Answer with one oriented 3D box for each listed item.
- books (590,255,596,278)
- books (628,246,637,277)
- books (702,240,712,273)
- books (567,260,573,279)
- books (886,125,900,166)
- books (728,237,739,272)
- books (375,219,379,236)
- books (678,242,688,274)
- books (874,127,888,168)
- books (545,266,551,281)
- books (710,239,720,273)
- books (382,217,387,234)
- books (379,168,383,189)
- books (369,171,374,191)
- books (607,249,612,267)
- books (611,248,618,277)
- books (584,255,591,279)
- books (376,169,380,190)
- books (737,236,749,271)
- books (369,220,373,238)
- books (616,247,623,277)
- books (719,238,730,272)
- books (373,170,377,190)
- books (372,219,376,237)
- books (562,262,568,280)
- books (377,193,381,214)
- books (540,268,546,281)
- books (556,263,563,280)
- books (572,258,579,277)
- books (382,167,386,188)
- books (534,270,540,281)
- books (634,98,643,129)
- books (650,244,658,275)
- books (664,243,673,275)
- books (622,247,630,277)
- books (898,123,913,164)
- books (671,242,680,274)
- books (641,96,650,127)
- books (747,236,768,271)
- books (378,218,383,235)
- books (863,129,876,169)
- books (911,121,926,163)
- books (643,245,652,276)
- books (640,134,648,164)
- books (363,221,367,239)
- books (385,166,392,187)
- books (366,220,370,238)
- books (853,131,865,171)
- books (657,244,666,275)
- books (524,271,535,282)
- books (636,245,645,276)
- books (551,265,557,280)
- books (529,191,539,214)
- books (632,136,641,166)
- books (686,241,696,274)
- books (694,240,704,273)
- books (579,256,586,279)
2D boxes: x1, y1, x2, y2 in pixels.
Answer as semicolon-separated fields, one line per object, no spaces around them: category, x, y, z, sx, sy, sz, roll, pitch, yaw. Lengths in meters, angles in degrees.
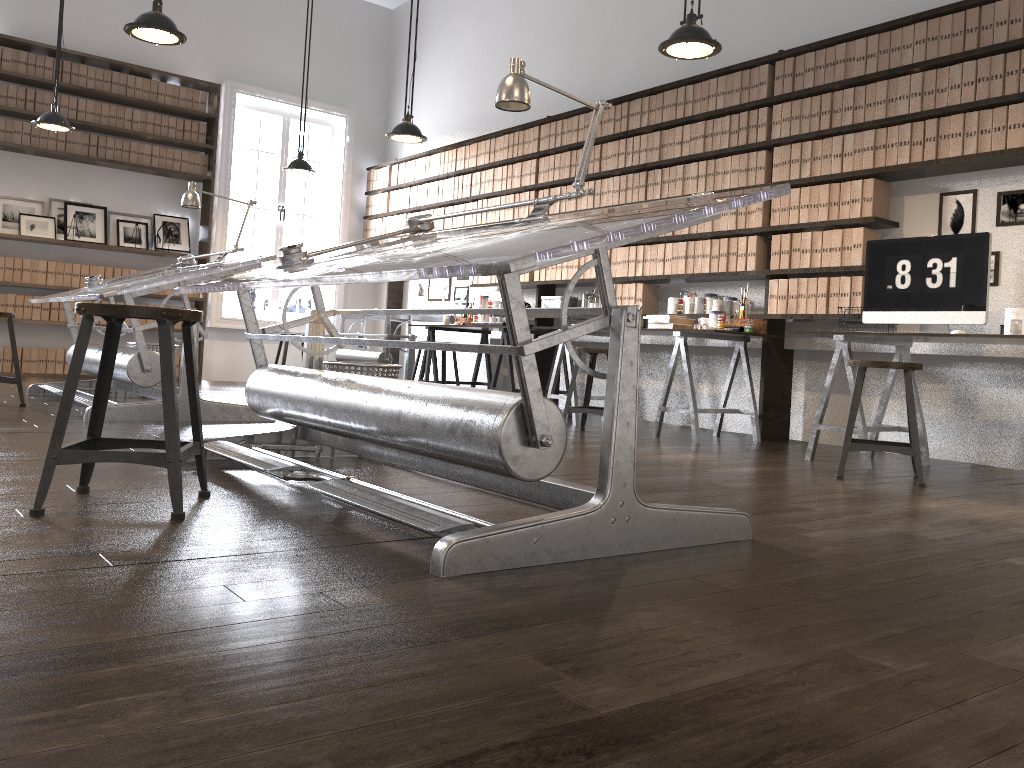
books;0.697;-0.920;6.870;0.174;0.226;0.067;3;-1;-37
books;0.949;-0.894;6.532;0.174;0.226;0.067;3;-1;-37
books;1.368;-0.851;5.980;0.174;0.226;0.067;3;-1;-37
books;0.533;-0.938;7.092;0.174;0.226;0.067;3;-1;-37
books;2.179;-1.316;4.963;0.174;0.226;0.067;3;-1;-37
books;1.504;-0.837;5.807;0.174;0.226;0.067;3;-1;-37
books;-1.403;-1.690;9.716;0.174;0.226;0.067;3;-1;-37
books;1.240;-0.864;6.145;0.174;0.226;0.067;3;-1;-37
books;2.136;-1.321;5.019;0.174;0.226;0.067;3;-1;-37
books;0.369;-0.955;7.313;0.174;0.226;0.067;3;-1;-37
books;1.414;-0.846;5.926;0.174;0.226;0.067;3;-1;-37
books;-1.313;-1.680;9.597;0.174;0.226;0.067;3;-1;-37
books;-1.363;-2.239;9.715;0.174;0.226;0.067;3;-1;-37
books;-1.495;-2.253;9.881;0.174;0.226;0.067;3;-1;-37
books;0.784;-0.911;6.753;0.174;0.226;0.067;3;-1;-37
books;0.833;-0.906;6.697;0.174;0.226;0.067;3;-1;-37
books;0.658;-0.925;6.929;0.174;0.226;0.067;3;-1;-37
books;-1.403;-2.243;9.772;0.174;0.226;0.067;3;-1;-37
books;1.545;-0.832;5.743;0.174;0.226;0.067;3;-1;-37
books;-1.488;-1.698;9.829;0.174;0.226;0.067;3;-1;-37
books;0.871;-0.902;6.643;0.174;0.226;0.067;3;-1;-37
books;1.455;-0.842;5.862;0.174;0.226;0.067;3;-1;-37
books;-1.448;-2.248;9.825;0.174;0.226;0.067;3;-1;-37
books;-1.449;-1.694;9.770;0.174;0.226;0.067;3;-1;-37
books;0.494;-0.941;7.141;0.174;0.226;0.067;3;-1;-37
books;-1.385;-1.962;9.709;0.174;0.226;0.067;3;-1;-37
books;0.324;-0.959;7.366;0.174;0.226;0.067;3;-1;-37
books;0.449;-0.946;7.198;0.174;0.226;0.067;3;-1;-37
books;0.570;-0.933;7.036;0.174;0.226;0.067;3;-1;-37
books;-1.324;-2.235;9.656;0.174;0.226;0.067;3;-1;-37
books;0.278;-0.964;7.422;0.174;0.226;0.067;3;-1;-37
books;0.994;-1.988;6.578;0.174;0.226;0.067;3;-1;-37
books;1.081;-0.881;6.366;0.174;0.226;0.067;3;-1;-37
books;1.165;-0.872;6.251;0.174;0.226;0.067;3;-1;-37
books;0.905;-0.898;6.590;0.174;0.226;0.067;3;-1;-37
books;2.218;-1.312;4.904;0.174;0.226;0.067;3;-1;-37
books;1.204;-0.868;6.202;0.174;0.226;0.067;3;-1;-37
books;1.040;-1.983;6.522;0.174;0.226;0.067;3;-1;-37
books;1.594;-0.827;5.682;0.174;0.226;0.067;3;-1;-37
books;-1.362;-1.685;9.653;0.174;0.226;0.067;3;-1;-37
books;2.091;-1.325;5.070;0.174;0.226;0.067;3;-1;-37
books;2.265;-1.307;4.850;0.174;0.226;0.067;3;-1;-37
books;1.040;-0.885;6.423;0.174;0.226;0.067;3;-1;-37
books;1.028;-1.706;6.511;0.174;0.226;0.067;3;-1;-37
books;-1.576;-1.707;9.936;0.174;0.226;0.067;3;-1;-37
books;-1.279;-2.230;9.600;0.174;0.226;0.067;3;-1;-37
books;-1.531;-1.703;9.886;0.174;0.226;0.067;3;-1;-37
books;2.055;-1.329;5.126;0.174;0.226;0.067;3;-1;-37
books;1.120;-0.876;6.308;0.174;0.226;0.067;3;-1;-37
books;0.199;-0.972;7.529;0.174;0.226;0.067;3;-1;-37
books;0.995;-0.889;6.476;0.174;0.226;0.067;3;-1;-37
books;0.410;-0.950;7.256;0.174;0.226;0.067;3;-1;-37
books;0.236;-1.519;7.542;0.174;0.226;0.067;3;-1;-37
books;0.983;-1.711;6.568;0.174;0.226;0.067;3;-1;-37
books;1.286;-0.859;6.095;0.174;0.226;0.067;3;-1;-37
books;1.328;-0.855;6.039;0.174;0.226;0.067;3;-1;-37
books;0.615;-0.929;6.985;0.174;0.226;0.067;3;-1;-37
